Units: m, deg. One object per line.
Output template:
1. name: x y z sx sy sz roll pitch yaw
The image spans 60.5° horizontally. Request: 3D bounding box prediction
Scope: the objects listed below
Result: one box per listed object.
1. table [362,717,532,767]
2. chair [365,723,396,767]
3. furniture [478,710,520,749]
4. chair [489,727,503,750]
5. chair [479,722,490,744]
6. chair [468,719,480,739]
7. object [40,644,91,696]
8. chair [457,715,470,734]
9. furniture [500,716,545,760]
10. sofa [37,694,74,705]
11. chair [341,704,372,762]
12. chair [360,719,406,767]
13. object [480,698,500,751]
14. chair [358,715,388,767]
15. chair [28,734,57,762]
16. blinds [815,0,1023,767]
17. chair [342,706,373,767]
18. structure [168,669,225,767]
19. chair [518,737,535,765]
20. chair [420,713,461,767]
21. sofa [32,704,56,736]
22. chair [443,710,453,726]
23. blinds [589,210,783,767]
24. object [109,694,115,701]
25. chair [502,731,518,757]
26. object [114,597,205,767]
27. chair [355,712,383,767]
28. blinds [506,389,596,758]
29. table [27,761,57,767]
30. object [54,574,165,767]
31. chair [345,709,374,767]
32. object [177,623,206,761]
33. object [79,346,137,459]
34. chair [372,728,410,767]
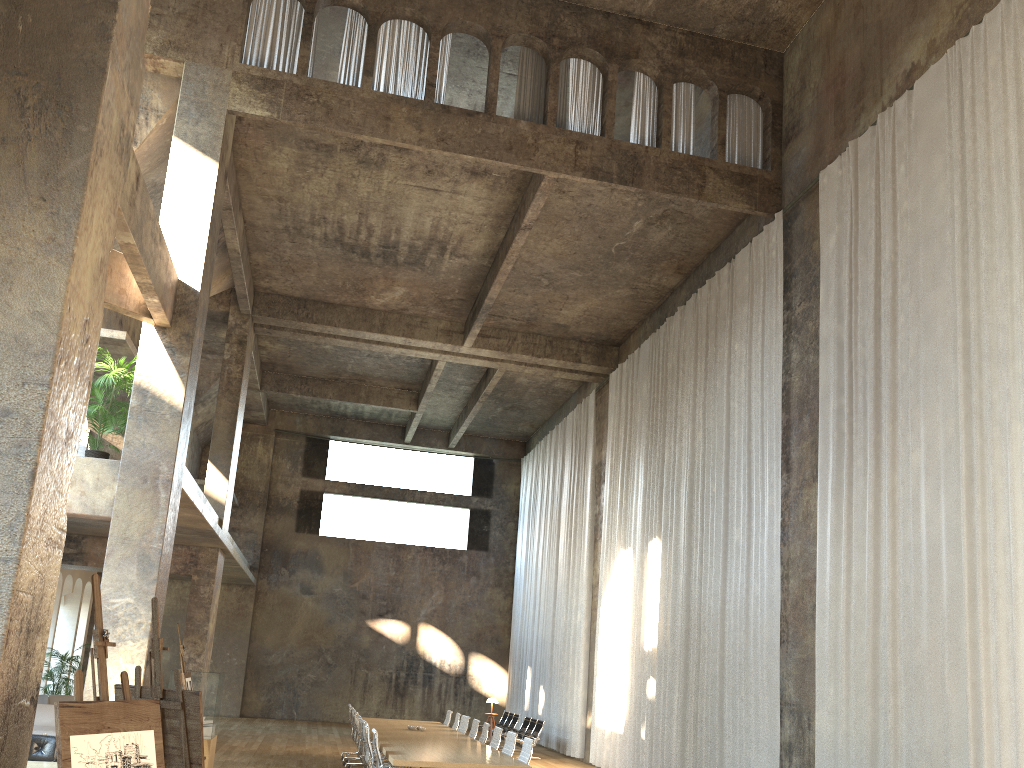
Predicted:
1. table: -1.416 5.833 13.602 1.606 0.736 7.932 7 -19 -11
2. chair: -1.638 4.940 11.356 0.699 0.996 0.685 5 -14 -3
3. furniture: -0.358 8.808 22.479 0.710 0.817 1.924 7 -17 -11
4. chair: -0.494 5.430 12.588 0.700 0.996 0.684 6 -14 -6
5. chair: -0.693 5.702 13.451 0.699 0.996 0.685 5 -14 -3
6. chair: -0.883 5.969 14.298 0.700 0.996 0.684 6 -14 -6
7. object: -9.857 6.521 19.156 1.403 1.761 1.395 6 -14 -6
8. chair: -1.099 6.249 15.192 0.701 0.996 0.683 7 -14 -12
9. furniture: 0.165 8.085 20.184 0.710 0.817 1.924 7 -17 -11
10. sofa: -8.752 6.753 17.913 2.074 0.701 1.101 8 -17 -12
11. chair: -2.831 6.583 16.577 0.700 0.996 0.684 6 -14 -6
12. chair: -1.834 5.198 12.177 0.701 0.996 0.683 7 -14 -12
13. object: -0.540 7.189 18.300 0.571 1.260 0.677 -1 -14 21
14. chair: -2.033 5.481 13.074 0.700 0.996 0.684 6 -14 -6
15. chair: -4.615 3.725 8.128 0.734 0.867 0.842 9 -15 -17
16. blinds: 4.679 0.115 7.365 0.276 8.395 8.047 6 -15 -10
17. chair: -2.625 6.296 15.666 0.700 0.996 0.684 6 -14 -8
18. structure: -4.133 4.479 11.310 0.596 1.503 0.762 7 -13 -11
19. chair: -2.862 4.502 10.279 12.990 1.002 32.391 8 -19 -11
20. chair: -1.286 6.508 16.015 0.699 0.996 0.685 5 -14 -3
21. sofa: -7.831 5.481 13.875 2.070 0.701 3.011 8 -18 -11
22. chair: -1.504 6.766 16.839 0.700 0.996 0.684 6 -14 -6
23. blinds: 2.786 2.729 15.671 0.276 8.395 8.047 6 -15 -10
24. object: -4.436 4.002 9.522 0.572 1.260 0.675 7 -13 -11
25. chair: -0.291 5.153 11.706 0.700 0.996 0.684 6 -14 -8
26. object: -2.337 2.481 5.724 0.702 2.086 0.703 0 -13 20
27. chair: -2.223 5.747 13.921 0.699 0.996 0.685 5 -14 -3
28. blinds: 0.888 5.351 24.003 0.276 8.396 8.041 7 -15 -12
29. table: -4.952 3.528 7.317 2.417 0.680 1.135 8 -17 -11
30. object: -1.820 1.924 3.930 0.684 2.086 0.721 1 -12 14
31. chair: -2.422 6.019 14.784 0.700 0.996 0.684 6 -14 -6
32. object: -3.899 3.953 10.510 0.687 2.086 0.719 7 -12 -12
33. object: -5.396 0.307 11.840 1.403 1.757 1.395 6 -14 -6
34. chair: -1.415 4.684 10.533 0.700 0.996 0.684 6 -14 -6
